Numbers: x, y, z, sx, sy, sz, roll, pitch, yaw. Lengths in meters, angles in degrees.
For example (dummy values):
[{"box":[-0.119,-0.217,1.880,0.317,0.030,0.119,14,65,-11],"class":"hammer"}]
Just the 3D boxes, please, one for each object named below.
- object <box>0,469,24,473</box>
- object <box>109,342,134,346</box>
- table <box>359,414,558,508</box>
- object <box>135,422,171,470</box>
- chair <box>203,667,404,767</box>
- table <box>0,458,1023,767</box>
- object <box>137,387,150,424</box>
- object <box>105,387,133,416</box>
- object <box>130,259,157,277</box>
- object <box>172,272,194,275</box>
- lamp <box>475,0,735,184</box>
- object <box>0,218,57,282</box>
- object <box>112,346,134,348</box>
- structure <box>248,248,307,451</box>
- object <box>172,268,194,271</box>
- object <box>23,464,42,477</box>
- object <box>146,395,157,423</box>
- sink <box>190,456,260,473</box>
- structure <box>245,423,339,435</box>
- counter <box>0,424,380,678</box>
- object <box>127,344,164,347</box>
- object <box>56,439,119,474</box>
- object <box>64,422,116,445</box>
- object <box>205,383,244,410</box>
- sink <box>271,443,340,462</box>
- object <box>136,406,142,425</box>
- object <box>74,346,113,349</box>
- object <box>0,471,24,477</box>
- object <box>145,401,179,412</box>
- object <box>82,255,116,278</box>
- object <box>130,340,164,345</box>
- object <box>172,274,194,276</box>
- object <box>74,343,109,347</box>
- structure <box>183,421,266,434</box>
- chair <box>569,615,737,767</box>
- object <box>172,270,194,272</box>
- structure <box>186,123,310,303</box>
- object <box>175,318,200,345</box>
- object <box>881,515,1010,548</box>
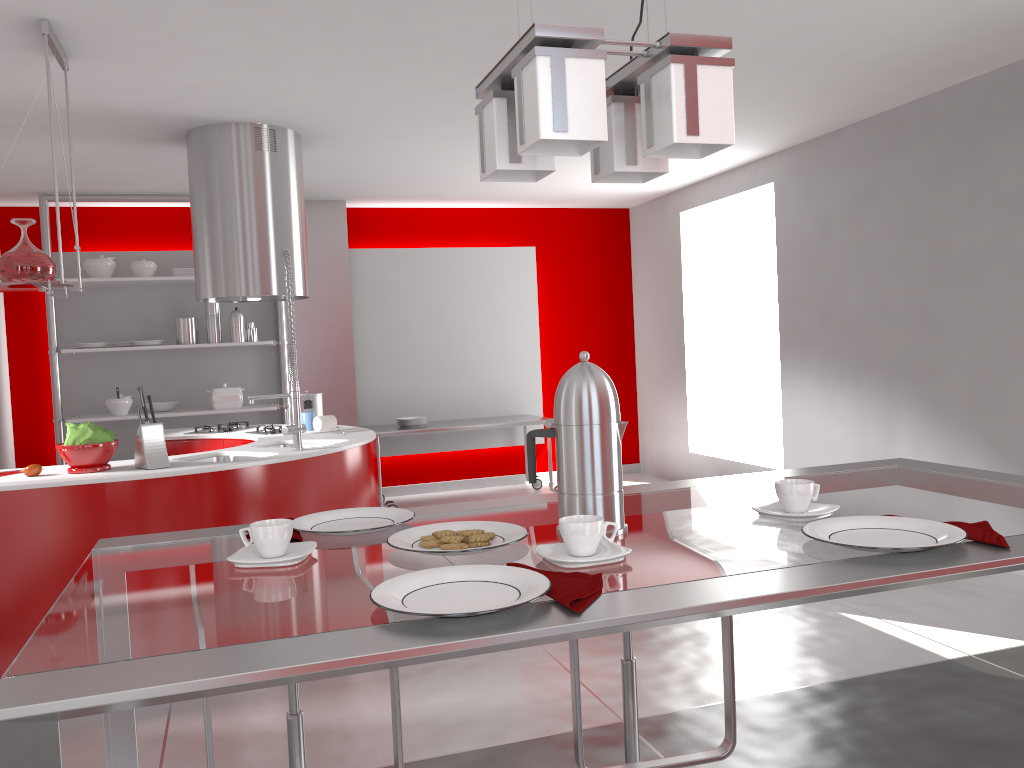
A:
[{"box":[-2.093,0.359,3.604,0.375,0.008,0.041,-5,3,-41],"class":"object"},{"box":[-2.987,-0.299,6.866,0.244,0.042,0.244,-4,3,-26],"class":"object"},{"box":[-0.429,0.667,7.493,1.627,0.682,0.749,-3,2,-16],"class":"table"},{"box":[-1.456,0.247,3.581,0.091,0.178,0.137,-5,3,-45],"class":"object"},{"box":[-0.501,0.810,2.045,0.418,0.857,0.460,-4,3,-22],"class":"chair"},{"box":[0.238,0.729,1.436,1.700,1.000,0.800,-3,3,-18],"class":"table"},{"box":[-1.479,0.171,3.598,0.150,0.322,0.014,0,3,43],"class":"object"},{"box":[-2.969,0.130,6.698,0.192,0.214,0.192,-4,3,-31],"class":"object"},{"box":[-2.804,-0.871,6.757,0.192,0.153,0.192,-3,2,-4],"class":"object"},{"box":[-2.524,-0.842,6.871,0.200,0.030,0.200,-3,3,-18],"class":"object"},{"box":[0.110,-0.852,1.355,0.304,1.025,0.304,-3,3,-18],"class":"lamp"},{"box":[-1.932,-0.520,3.523,0.213,0.266,0.213,-2,2,10],"class":"object"},{"box":[-2.986,-0.285,6.866,0.280,0.015,0.280,-2,3,19],"class":"object"},{"box":[-1.037,-0.160,4.001,0.178,0.920,0.308,-2,3,26],"class":"structure"},{"box":[-2.526,-0.873,6.870,0.200,0.030,0.200,-3,3,-18],"class":"object"},{"box":[-1.885,0.339,3.489,0.064,0.048,0.063,-5,3,-40],"class":"object"},{"box":[-1.452,0.185,3.612,0.130,0.279,0.012,0,3,43],"class":"object"},{"box":[-1.246,0.423,3.883,0.428,0.172,0.326,-1,3,33],"class":"sink"},{"box":[-1.261,0.248,5.099,0.457,0.037,0.303,-5,3,-43],"class":"structure"},{"box":[-1.690,0.765,4.210,1.868,0.880,2.865,-2,2,16],"class":"counter"},{"box":[-2.752,-0.289,6.693,0.280,0.015,0.280,-2,2,12],"class":"object"},{"box":[-1.704,0.292,3.571,0.228,0.118,0.229,0,3,43],"class":"object"},{"box":[-1.697,0.238,3.573,0.198,0.182,0.193,-3,2,-12],"class":"object"},{"box":[-2.261,0.095,6.983,0.282,0.197,0.235,-4,3,-28],"class":"object"},{"box":[-1.024,0.394,4.315,0.428,0.172,0.326,-2,3,21],"class":"sink"},{"box":[-1.490,0.187,3.574,0.091,0.197,0.009,0,3,43],"class":"object"},{"box":[-3.119,-0.268,6.591,0.280,0.015,0.280,-2,3,19],"class":"object"},{"box":[-2.139,0.369,3.571,0.266,0.006,0.168,-2,2,9],"class":"object"},{"box":[-2.744,0.181,6.926,0.272,0.072,0.272,-1,3,36],"class":"object"},{"box":[-3.097,-0.871,6.662,0.231,0.191,0.231,-2,3,23],"class":"object"},{"box":[-2.753,-0.303,6.693,0.244,0.042,0.244,-4,3,-33],"class":"object"},{"box":[-2.523,-0.826,6.872,0.200,0.030,0.200,-3,3,-18],"class":"object"},{"box":[-3.120,-0.281,6.591,0.244,0.042,0.244,-4,3,-33],"class":"object"},{"box":[-1.730,0.259,5.357,0.303,0.037,0.457,-2,2,12],"class":"structure"},{"box":[0.296,0.762,2.294,0.418,0.857,0.460,-3,2,-13],"class":"chair"},{"box":[-2.525,-0.857,6.870,0.200,0.030,0.200,-3,3,-18],"class":"object"},{"box":[-1.543,-0.971,5.209,0.644,0.958,0.644,-1,3,39],"class":"structure"},{"box":[-2.511,-0.404,6.839,0.184,0.205,0.172,-3,2,-12],"class":"object"},{"box":[0.656,0.209,1.294,0.095,0.012,0.234,-4,3,-19],"class":"object"}]
